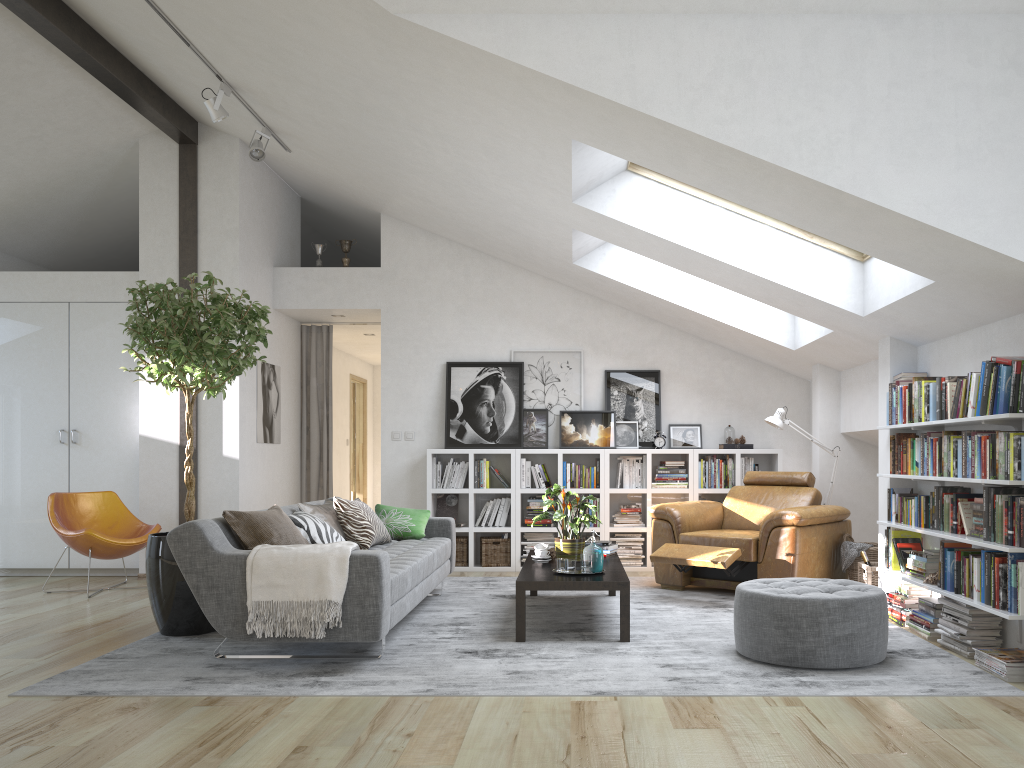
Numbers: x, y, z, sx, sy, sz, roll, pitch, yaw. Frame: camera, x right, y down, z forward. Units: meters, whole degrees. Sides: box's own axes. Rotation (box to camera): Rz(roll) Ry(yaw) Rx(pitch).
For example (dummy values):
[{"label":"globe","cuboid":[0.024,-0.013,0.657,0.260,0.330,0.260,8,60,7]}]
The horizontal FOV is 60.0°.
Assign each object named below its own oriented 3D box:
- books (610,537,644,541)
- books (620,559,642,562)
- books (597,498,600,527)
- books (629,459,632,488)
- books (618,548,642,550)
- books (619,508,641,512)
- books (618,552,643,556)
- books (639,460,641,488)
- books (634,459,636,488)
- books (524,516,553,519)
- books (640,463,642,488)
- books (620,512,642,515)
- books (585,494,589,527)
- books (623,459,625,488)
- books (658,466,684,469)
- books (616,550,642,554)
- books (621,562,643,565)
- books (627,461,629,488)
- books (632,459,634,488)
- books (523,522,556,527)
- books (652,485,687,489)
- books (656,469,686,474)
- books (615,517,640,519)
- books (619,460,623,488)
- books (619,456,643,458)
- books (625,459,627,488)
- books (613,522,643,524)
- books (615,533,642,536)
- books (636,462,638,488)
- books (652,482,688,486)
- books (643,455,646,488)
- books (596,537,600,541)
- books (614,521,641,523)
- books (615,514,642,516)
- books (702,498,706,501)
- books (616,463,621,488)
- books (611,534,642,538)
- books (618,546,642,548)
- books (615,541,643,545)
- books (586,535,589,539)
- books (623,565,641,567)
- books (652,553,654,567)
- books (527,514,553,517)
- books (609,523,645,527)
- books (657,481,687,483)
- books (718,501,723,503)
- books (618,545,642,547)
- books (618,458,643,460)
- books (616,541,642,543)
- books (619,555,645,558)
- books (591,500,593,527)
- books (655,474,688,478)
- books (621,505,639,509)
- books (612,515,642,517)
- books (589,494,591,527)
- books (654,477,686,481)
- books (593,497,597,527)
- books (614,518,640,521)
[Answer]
[{"label":"books","cuboid":[1.000,1.341,7.693,0.292,0.025,0.158,0,-5,6]},{"label":"books","cuboid":[1.003,1.526,7.695,0.241,0.021,0.156,-1,-5,6]},{"label":"books","cuboid":[0.748,1.112,7.702,0.024,0.249,0.180,0,-2,4]},{"label":"books","cuboid":[1.040,0.785,7.761,0.027,0.251,0.158,0,-1,9]},{"label":"books","cuboid":[1.007,1.425,7.702,0.227,0.012,0.142,0,-5,-4]},{"label":"books","cuboid":[1.025,1.094,7.711,0.177,0.034,0.122,0,-4,-4]},{"label":"books","cuboid":[0.998,1.470,7.677,0.253,0.016,0.165,-1,-5,11]},{"label":"books","cuboid":[1.116,0.785,7.741,0.011,0.247,0.140,0,-1,9]},{"label":"books","cuboid":[1.076,0.785,7.758,0.015,0.250,0.160,0,-1,9]},{"label":"books","cuboid":[0.243,1.158,7.706,0.246,0.024,0.153,-1,-5,11]},{"label":"books","cuboid":[1.127,0.797,7.733,0.012,0.222,0.141,0,-1,9]},{"label":"books","cuboid":[1.017,1.119,7.707,0.188,0.021,0.132,1,-5,-14]},{"label":"books","cuboid":[0.652,1.099,7.710,0.035,0.276,0.193,0,-2,4]},{"label":"books","cuboid":[0.980,0.783,7.741,0.015,0.250,0.160,0,-1,9]},{"label":"books","cuboid":[1.374,0.726,7.719,0.221,0.030,0.142,0,-5,1]},{"label":"books","cuboid":[0.999,1.448,7.693,0.261,0.028,0.161,0,-5,6]},{"label":"books","cuboid":[1.002,1.547,7.690,0.256,0.016,0.163,0,-5,1]},{"label":"books","cuboid":[1.015,0.791,7.748,0.020,0.237,0.153,0,-1,9]},{"label":"books","cuboid":[1.061,0.785,7.759,0.015,0.250,0.160,0,-1,9]},{"label":"books","cuboid":[0.245,1.221,7.717,0.253,0.033,0.191,-1,-5,16]},{"label":"books","cuboid":[1.369,0.893,7.723,0.298,0.029,0.218,-1,-5,6]},{"label":"books","cuboid":[1.383,0.763,7.721,0.255,0.046,0.157,0,-4,6]},{"label":"books","cuboid":[1.008,1.161,7.717,0.214,0.013,0.136,0,-5,3]},{"label":"books","cuboid":[0.942,0.784,7.724,0.036,0.251,0.145,0,-1,-1]},{"label":"books","cuboid":[1.035,0.637,7.742,0.200,0.012,0.126,0,-5,-2]},{"label":"books","cuboid":[0.997,0.784,7.749,0.015,0.250,0.160,0,-1,9]},{"label":"books","cuboid":[1.007,1.204,7.705,0.243,0.012,0.134,1,-5,-8]},{"label":"books","cuboid":[1.011,1.305,7.702,0.224,0.012,0.144,-1,-5,6]},{"label":"books","cuboid":[1.091,0.795,7.745,0.017,0.228,0.147,0,-1,9]},{"label":"books","cuboid":[1.363,0.869,7.729,0.311,0.026,0.226,0,-5,1]},{"label":"books","cuboid":[1.158,0.765,7.738,0.023,0.287,0.154,0,-1,9]},{"label":"books","cuboid":[0.746,1.452,7.723,0.028,0.250,0.160,0,-1,4]},{"label":"books","cuboid":[1.005,1.190,7.692,0.217,0.013,0.135,1,-5,-7]},{"label":"books","cuboid":[1.011,1.135,7.709,0.212,0.013,0.139,-2,-5,18]},{"label":"books","cuboid":[1.662,1.118,7.733,0.036,0.242,0.199,0,-2,4]},{"label":"books","cuboid":[0.928,0.796,7.726,0.033,0.224,0.146,0,-1,-1]},{"label":"books","cuboid":[0.995,1.320,7.702,0.250,0.012,0.144,-1,-5,11]},{"label":"books","cuboid":[0.997,1.410,7.693,0.251,0.012,0.143,0,-5,6]},{"label":"books","cuboid":[1.015,1.380,7.695,0.233,0.018,0.149,0,-5,1]},{"label":"books","cuboid":[0.664,1.453,7.724,0.030,0.253,0.184,0,-2,4]},{"label":"books","cuboid":[0.993,1.566,7.704,0.254,0.016,0.164,-1,-5,6]},{"label":"books","cuboid":[1.222,1.473,7.716,0.039,0.208,0.177,0,-2,4]},{"label":"books","cuboid":[0.245,1.135,7.704,0.220,0.022,0.152,0,-5,-4]},{"label":"books","cuboid":[0.999,1.224,7.701,0.284,0.025,0.147,1,-5,-13]},{"label":"books","cuboid":[1.377,0.847,7.713,0.256,0.019,0.186,0,-5,1]},{"label":"books","cuboid":[1.826,1.132,7.724,0.030,0.216,0.184,0,-2,4]},{"label":"books","cuboid":[1.017,1.397,7.707,0.225,0.013,0.145,-1,-5,11]},{"label":"books","cuboid":[1.037,0.651,7.751,0.211,0.018,0.139,-1,-5,13]},{"label":"books","cuboid":[1.012,1.363,7.696,0.225,0.013,0.143,0,-5,1]},{"label":"books","cuboid":[1.009,1.489,7.680,0.257,0.016,0.162,0,-5,-4]},{"label":"books","cuboid":[0.694,1.125,7.695,0.019,0.248,0.190,0,-2,4]},{"label":"books","cuboid":[1.381,0.798,7.720,0.272,0.029,0.172,0,-5,1]},{"label":"books","cuboid":[1.020,1.064,7.710,0.158,0.027,0.114,0,-4,-4]},{"label":"books","cuboid":[1.002,1.149,7.726,0.237,0.012,0.137,-1,-5,12]},{"label":"books","cuboid":[0.676,1.094,7.697,0.019,0.284,0.182,0,-1,4]},{"label":"books","cuboid":[1.370,0.825,7.715,0.262,0.026,0.183,0,-5,1]},{"label":"books","cuboid":[0.721,1.108,7.701,0.036,0.258,0.159,0,-1,5]},{"label":"books","cuboid":[1.001,1.176,7.711,0.220,0.018,0.143,-1,-5,8]}]
